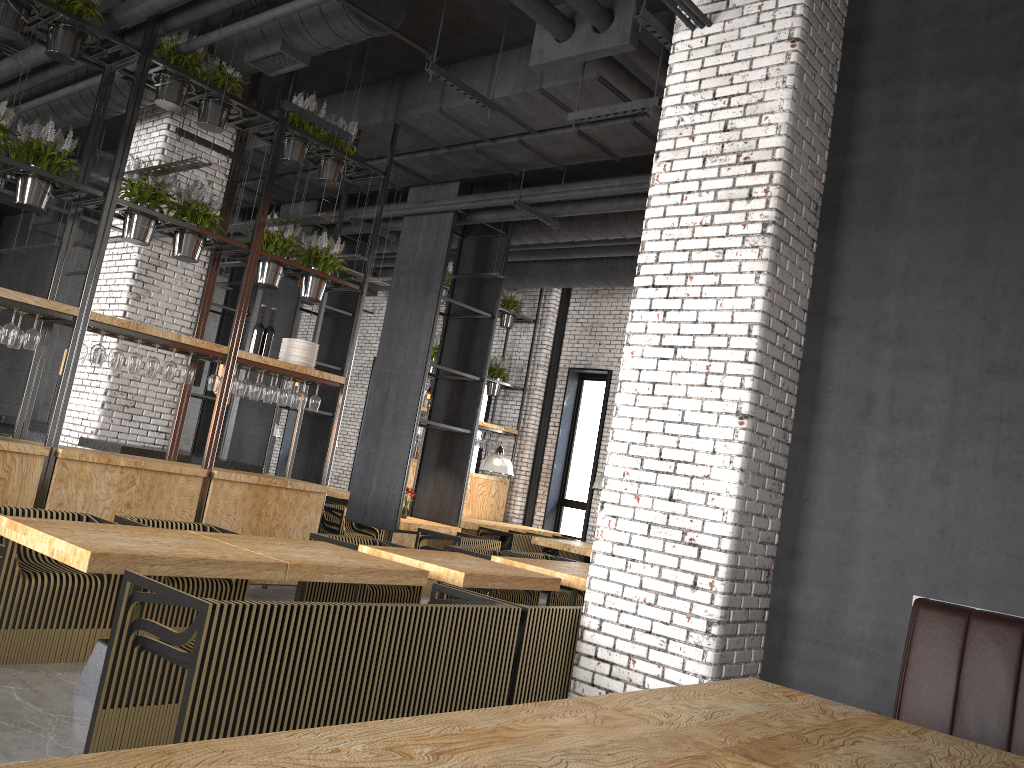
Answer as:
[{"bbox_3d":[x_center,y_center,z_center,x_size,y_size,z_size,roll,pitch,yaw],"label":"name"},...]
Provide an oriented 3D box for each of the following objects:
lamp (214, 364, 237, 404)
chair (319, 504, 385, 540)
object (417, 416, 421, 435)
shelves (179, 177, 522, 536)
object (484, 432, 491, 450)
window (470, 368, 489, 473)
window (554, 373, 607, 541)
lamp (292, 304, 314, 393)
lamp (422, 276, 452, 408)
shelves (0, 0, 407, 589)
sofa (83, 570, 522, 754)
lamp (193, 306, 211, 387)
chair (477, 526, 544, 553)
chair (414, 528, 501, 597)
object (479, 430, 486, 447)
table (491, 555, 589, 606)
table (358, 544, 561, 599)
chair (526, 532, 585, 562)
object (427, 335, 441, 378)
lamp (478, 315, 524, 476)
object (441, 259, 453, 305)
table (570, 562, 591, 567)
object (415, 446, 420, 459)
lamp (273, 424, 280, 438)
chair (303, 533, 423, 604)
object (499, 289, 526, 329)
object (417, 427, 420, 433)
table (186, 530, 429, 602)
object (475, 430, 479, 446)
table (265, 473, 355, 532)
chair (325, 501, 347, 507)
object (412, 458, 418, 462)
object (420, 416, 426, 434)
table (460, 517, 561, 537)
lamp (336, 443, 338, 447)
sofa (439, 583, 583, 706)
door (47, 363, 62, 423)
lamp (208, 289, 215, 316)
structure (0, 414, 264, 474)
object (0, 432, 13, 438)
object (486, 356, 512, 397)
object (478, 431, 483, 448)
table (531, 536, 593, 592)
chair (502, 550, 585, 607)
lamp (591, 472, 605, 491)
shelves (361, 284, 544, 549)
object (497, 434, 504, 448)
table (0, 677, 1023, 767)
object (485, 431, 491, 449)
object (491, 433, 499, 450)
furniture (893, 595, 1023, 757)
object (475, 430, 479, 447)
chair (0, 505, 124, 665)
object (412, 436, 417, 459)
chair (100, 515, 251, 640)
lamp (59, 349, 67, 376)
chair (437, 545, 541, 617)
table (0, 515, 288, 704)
[{"bbox_3d":[-2.962,-0.557,9.513,0.127,1.551,0.127,3,-10,41],"label":"lamp"},{"bbox_3d":[-2.008,1.863,10.616,0.639,0.732,0.655,3,-10,43],"label":"chair"},{"bbox_3d":[-1.387,0.609,13.096,0.101,0.268,0.101,12,-8,-12],"label":"object"},{"bbox_3d":[-2.830,-0.629,12.053,6.151,4.378,1.000,4,-10,41],"label":"shelves"},{"bbox_3d":[-0.394,0.918,14.265,0.101,0.268,0.101,12,-8,-18],"label":"object"},{"bbox_3d":[-0.678,1.011,15.534,0.749,2.706,0.364,3,-10,41],"label":"window"},{"bbox_3d":[1.120,1.144,13.978,0.749,2.706,0.364,3,-10,41],"label":"window"},{"bbox_3d":[-2.790,-0.656,12.055,0.108,1.603,0.108,10,-8,-2],"label":"lamp"},{"bbox_3d":[-0.850,-0.511,10.377,0.108,1.603,0.108,8,-8,13],"label":"lamp"},{"bbox_3d":[-2.774,-0.887,7.001,0.690,5.032,3.648,3,-10,41],"label":"shelves"},{"bbox_3d":[-0.823,1.305,4.016,0.641,0.732,1.800,4,-9,41],"label":"sofa"},{"bbox_3d":[-3.441,-0.668,9.948,0.127,1.398,0.127,3,-10,41],"label":"lamp"},{"bbox_3d":[-0.070,2.357,11.957,0.639,0.732,0.655,4,-9,41],"label":"chair"},{"bbox_3d":[-0.623,1.971,9.457,0.639,0.732,0.655,4,-9,39],"label":"chair"},{"bbox_3d":[-0.458,0.847,13.748,0.101,0.268,0.101,12,-8,-18],"label":"object"},{"bbox_3d":[0.465,1.865,7.054,1.001,0.765,0.993,4,-9,41],"label":"table"},{"bbox_3d":[-0.416,1.594,6.042,1.001,0.765,0.993,4,-9,41],"label":"table"},{"bbox_3d":[0.574,2.561,12.746,0.639,0.732,0.655,4,-9,39],"label":"chair"},{"bbox_3d":[-1.201,-0.377,13.040,0.467,0.560,0.415,9,-7,6],"label":"object"},{"bbox_3d":[-0.027,0.122,13.096,0.536,2.412,0.535,12,-8,-13],"label":"lamp"},{"bbox_3d":[-1.048,-1.477,13.209,0.416,0.560,0.466,8,-7,15],"label":"object"},{"bbox_3d":[1.100,2.062,7.801,1.001,0.765,0.993,4,-9,41],"label":"table"},{"bbox_3d":[-1.384,1.010,12.829,0.056,0.249,0.055,5,-9,33],"label":"object"},{"bbox_3d":[-4.397,-0.219,16.735,0.536,2.412,0.535,11,-8,-7],"label":"lamp"},{"bbox_3d":[-1.134,1.558,6.671,0.639,0.732,0.655,4,-9,40],"label":"chair"},{"bbox_3d":[-0.049,-1.177,14.292,0.415,0.560,0.467,16,-9,-39],"label":"object"},{"bbox_3d":[-1.357,0.567,12.689,0.101,0.268,0.101,12,-8,-12],"label":"object"},{"bbox_3d":[-1.241,1.337,5.071,1.001,0.765,0.993,4,-9,41],"label":"table"},{"bbox_3d":[-0.551,0.818,13.639,0.101,0.268,0.101,12,-8,-12],"label":"object"},{"bbox_3d":[-4.054,2.085,15.766,4.138,0.765,0.997,4,-9,41],"label":"table"},{"bbox_3d":[-2.592,1.819,11.122,0.639,0.732,0.655,3,-10,43],"label":"chair"},{"bbox_3d":[-1.573,1.077,12.786,0.411,0.050,0.410,4,-9,40],"label":"object"},{"bbox_3d":[-1.264,0.596,12.799,0.101,0.268,0.101,12,-8,-12],"label":"object"},{"bbox_3d":[-0.364,2.393,12.861,1.001,0.765,2.109,4,-9,41],"label":"table"},{"bbox_3d":[-3.093,-0.122,15.608,0.536,2.412,0.535,12,-8,-13],"label":"lamp"},{"bbox_3d":[0.351,1.671,5.399,0.641,0.732,1.800,4,-9,41],"label":"sofa"},{"bbox_3d":[-7.867,0.750,15.920,0.158,2.108,1.116,3,-10,41],"label":"door"},{"bbox_3d":[-4.766,-0.803,13.765,0.108,1.603,0.108,12,-8,-17],"label":"lamp"},{"bbox_3d":[-6.170,0.614,9.446,5.880,1.537,4.297,4,-9,41],"label":"structure"},{"bbox_3d":[-4.368,0.903,7.262,0.399,1.038,0.397,12,-8,-13],"label":"object"},{"bbox_3d":[-0.264,-0.085,14.148,0.415,0.560,0.467,14,-8,-29],"label":"object"},{"bbox_3d":[-0.487,0.889,14.155,0.101,0.268,0.101,12,-8,-18],"label":"object"},{"bbox_3d":[1.233,2.512,11.480,1.001,0.765,2.109,4,-9,41],"label":"table"},{"bbox_3d":[0.295,2.003,8.354,0.639,0.732,0.655,4,-9,40],"label":"chair"},{"bbox_3d":[1.504,0.236,11.771,0.536,2.412,0.535,12,-8,-13],"label":"lamp"},{"bbox_3d":[-0.826,0.212,13.546,0.690,5.032,2.325,3,-10,41],"label":"shelves"},{"bbox_3d":[-0.178,0.934,14.078,0.101,0.268,0.101,12,-8,-18],"label":"object"},{"bbox_3d":[-0.064,1.130,1.515,1.001,0.765,4.122,4,-9,41],"label":"table"},{"bbox_3d":[-0.364,0.876,13.858,0.101,0.268,0.101,12,-8,-18],"label":"object"},{"bbox_3d":[-0.271,0.905,13.968,0.101,0.268,0.101,12,-8,-18],"label":"object"},{"bbox_3d":[0.492,0.978,1.069,1.918,1.154,6.742,4,-9,41],"label":"furniture"},{"bbox_3d":[-0.581,0.860,14.045,0.101,0.268,0.101,12,-8,-18],"label":"object"},{"bbox_3d":[-2.611,1.095,4.895,0.639,0.732,0.655,3,-10,42],"label":"chair"},{"bbox_3d":[-1.431,0.921,12.784,0.107,0.369,0.070,4,-10,40],"label":"object"},{"bbox_3d":[-2.100,1.256,5.518,0.639,0.732,0.655,3,-10,43],"label":"chair"},{"bbox_3d":[-5.912,-0.776,12.065,0.127,1.551,0.127,3,-10,41],"label":"lamp"},{"bbox_3d":[-0.210,1.844,7.738,0.639,0.732,0.655,4,-9,41],"label":"chair"},{"bbox_3d":[-1.875,1.140,4.324,1.001,0.765,0.993,4,-9,41],"label":"table"}]
